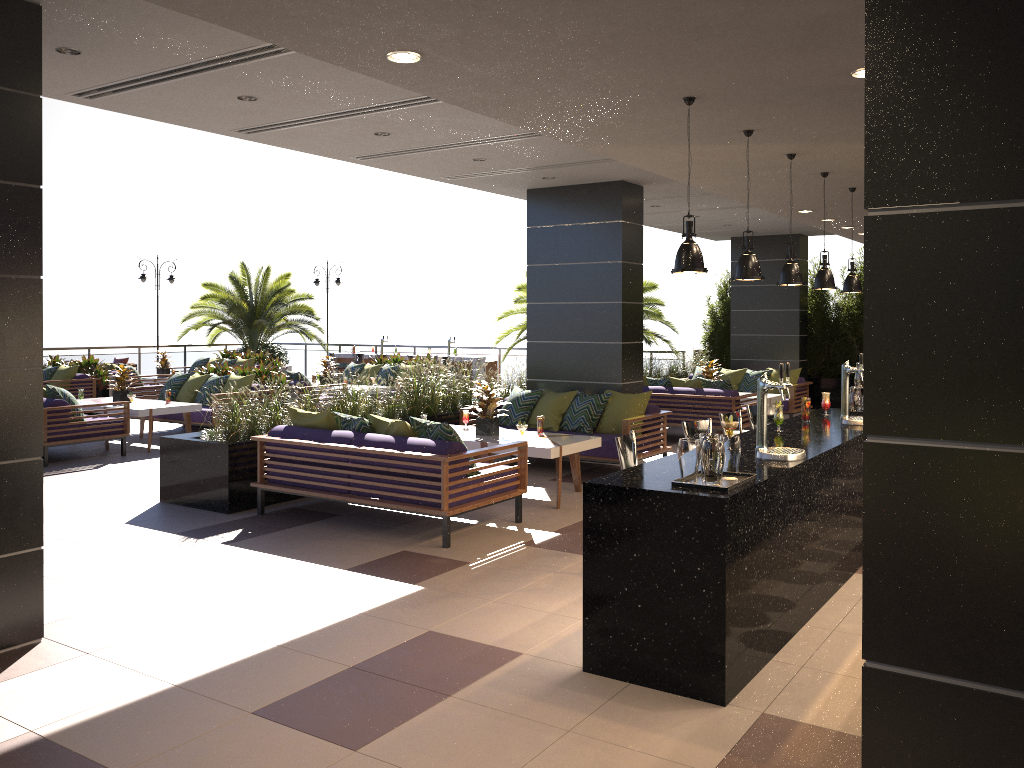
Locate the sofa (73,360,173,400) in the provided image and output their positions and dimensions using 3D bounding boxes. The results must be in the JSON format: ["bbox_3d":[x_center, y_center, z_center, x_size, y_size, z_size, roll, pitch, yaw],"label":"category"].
[{"bbox_3d":[-7.530,0.017,16.719,2.127,0.919,1.120,2,3,33],"label":"sofa"}]

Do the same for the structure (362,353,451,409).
[{"bbox_3d":[-2.061,-0.014,16.863,2.252,1.171,0.738,2,3,35],"label":"structure"}]

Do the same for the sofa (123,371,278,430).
[{"bbox_3d":[-4.599,0.283,12.976,2.127,0.919,1.120,2,3,33],"label":"sofa"}]

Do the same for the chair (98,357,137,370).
[{"bbox_3d":[-9.329,-0.219,20.763,0.715,0.815,0.715,1,2,33],"label":"chair"}]

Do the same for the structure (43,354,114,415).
[{"bbox_3d":[-7.998,0.030,16.114,2.249,1.171,0.715,2,2,30],"label":"structure"}]

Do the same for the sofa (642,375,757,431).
[{"bbox_3d":[2.363,0.318,12.618,2.127,0.919,1.120,2,3,33],"label":"sofa"}]

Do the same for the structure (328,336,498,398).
[{"bbox_3d":[-2.373,-0.440,20.397,4.403,1.327,0.805,3,3,33],"label":"structure"}]

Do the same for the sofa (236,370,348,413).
[{"bbox_3d":[-3.793,0.195,14.250,2.127,0.919,1.120,2,3,33],"label":"sofa"}]

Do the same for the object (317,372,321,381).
[{"bbox_3d":[-3.463,-0.112,15.886,0.082,0.197,0.069,0,1,-15],"label":"object"}]

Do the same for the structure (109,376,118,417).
[{"bbox_3d":[-6.959,0.213,15.463,0.100,0.700,0.180,0,1,33],"label":"structure"}]

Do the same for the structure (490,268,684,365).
[{"bbox_3d":[1.475,-1.234,17.782,3.800,3.300,3.758,-1,3,-14],"label":"structure"}]

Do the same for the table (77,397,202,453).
[{"bbox_3d":[-5.257,0.531,12.020,2.038,0.553,0.942,3,4,33],"label":"table"}]

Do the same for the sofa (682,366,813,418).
[{"bbox_3d":[3.779,0.170,14.761,2.127,0.919,1.120,2,3,33],"label":"sofa"}]

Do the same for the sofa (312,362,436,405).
[{"bbox_3d":[-2.514,0.062,16.176,2.127,0.919,1.120,2,3,33],"label":"sofa"}]

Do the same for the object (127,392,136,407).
[{"bbox_3d":[-4.919,0.196,11.447,0.106,0.197,0.106,0,1,-24],"label":"object"}]

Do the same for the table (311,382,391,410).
[{"bbox_3d":[-3.160,0.312,15.194,2.038,0.553,0.942,3,4,33],"label":"table"}]

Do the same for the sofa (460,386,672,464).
[{"bbox_3d":[0.580,0.504,9.920,2.127,0.919,1.120,2,3,33],"label":"sofa"}]

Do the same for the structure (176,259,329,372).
[{"bbox_3d":[-6.721,-1.620,23.128,3.800,3.301,3.758,0,2,1],"label":"structure"}]

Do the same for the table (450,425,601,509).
[{"bbox_3d":[-0.250,0.772,8.677,2.038,0.553,0.942,3,4,33],"label":"table"}]

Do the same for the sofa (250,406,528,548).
[{"bbox_3d":[-1.045,0.674,7.460,2.127,0.919,1.120,2,3,33],"label":"sofa"}]

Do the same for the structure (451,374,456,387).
[{"bbox_3d":[-1.067,0.168,16.235,0.100,0.700,0.180,0,1,33],"label":"structure"}]

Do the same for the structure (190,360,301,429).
[{"bbox_3d":[-4.197,0.211,13.625,2.421,1.172,0.701,2,3,35],"label":"structure"}]

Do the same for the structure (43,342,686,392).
[{"bbox_3d":[-6.330,0.088,14.689,12.925,1.057,17.520,3,5,33],"label":"structure"}]

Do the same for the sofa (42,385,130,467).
[{"bbox_3d":[-5.885,0.416,11.054,2.127,0.919,1.120,2,3,33],"label":"sofa"}]

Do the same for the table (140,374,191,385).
[{"bbox_3d":[-6.888,0.134,17.657,2.038,0.553,0.942,3,4,33],"label":"table"}]

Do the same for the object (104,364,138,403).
[{"bbox_3d":[-5.270,-0.007,11.994,0.425,0.526,0.430,-1,2,-39],"label":"object"}]

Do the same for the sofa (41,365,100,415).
[{"bbox_3d":[-8.336,0.105,15.446,2.127,0.919,1.120,2,3,33],"label":"sofa"}]

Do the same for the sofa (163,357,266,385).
[{"bbox_3d":[-6.244,-0.116,18.641,2.127,0.919,1.120,2,3,33],"label":"sofa"}]

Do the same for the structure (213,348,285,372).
[{"bbox_3d":[-5.849,-0.191,19.324,2.252,1.171,0.738,2,3,35],"label":"structure"}]

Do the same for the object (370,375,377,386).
[{"bbox_3d":[-2.370,-0.059,15.150,0.106,0.197,0.106,0,1,-24],"label":"object"}]

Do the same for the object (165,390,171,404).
[{"bbox_3d":[-4.625,0.168,11.904,0.067,0.189,0.084,0,1,-27],"label":"object"}]

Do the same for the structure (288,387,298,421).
[{"bbox_3d":[-3.213,0.392,12.987,0.100,0.700,0.180,0,1,33],"label":"structure"}]

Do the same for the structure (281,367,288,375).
[{"bbox_3d":[-4.813,-0.011,18.711,0.100,0.700,0.180,0,1,33],"label":"structure"}]

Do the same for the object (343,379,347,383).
[{"bbox_3d":[-2.750,-0.014,14.607,0.069,0.181,0.069,0,1,21],"label":"object"}]

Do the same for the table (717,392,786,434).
[{"bbox_3d":[3.079,0.424,13.715,2.038,0.553,0.942,3,4,33],"label":"table"}]

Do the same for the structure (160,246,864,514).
[{"bbox_3d":[0.492,-0.373,6.666,7.821,3.119,24.752,2,5,33],"label":"structure"}]
